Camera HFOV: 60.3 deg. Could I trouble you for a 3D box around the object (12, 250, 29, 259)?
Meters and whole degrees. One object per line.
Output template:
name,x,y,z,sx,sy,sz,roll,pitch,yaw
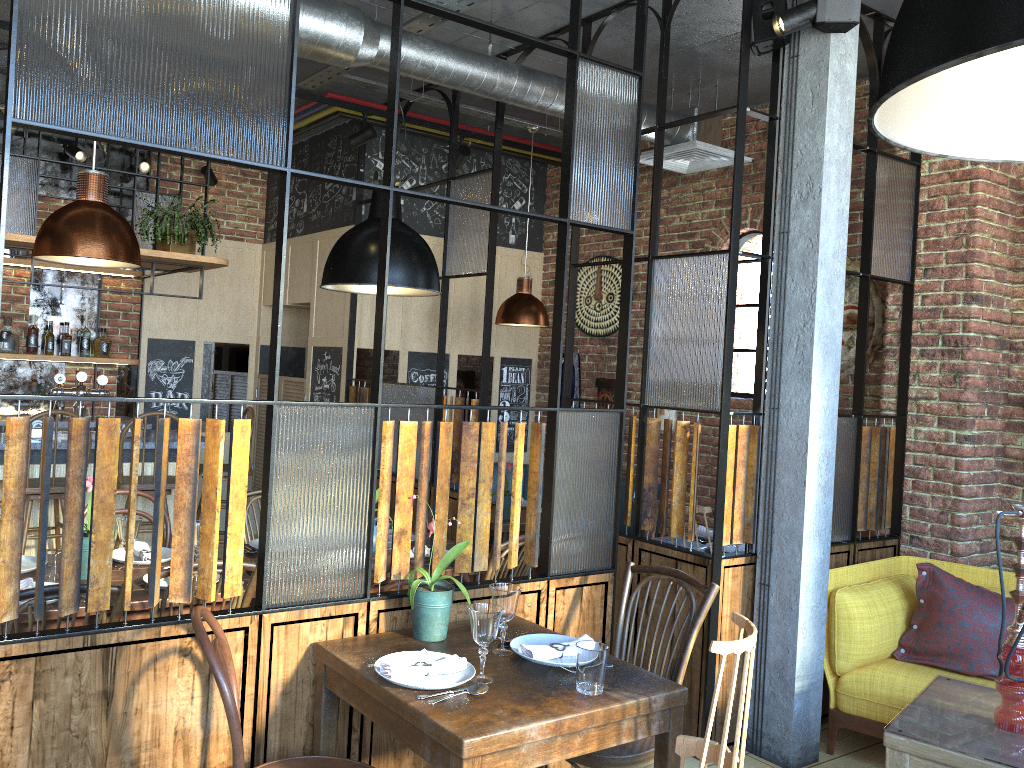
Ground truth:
object,-3.662,-1.062,6.577,0.112,0.265,0.122,3,0,-35

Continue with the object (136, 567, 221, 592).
object,-1.161,0.689,3.151,0.311,0.051,0.281,3,1,-33

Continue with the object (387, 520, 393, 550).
object,-0.540,0.674,3.924,0.088,0.119,0.080,3,0,36

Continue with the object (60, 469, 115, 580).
object,-1.527,0.480,3.189,0.147,0.426,0.202,3,0,-4

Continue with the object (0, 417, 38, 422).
object,-3.680,0.260,6.516,0.305,0.019,0.246,3,1,-27

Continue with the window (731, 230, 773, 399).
window,1.810,-0.377,1.331,3.545,2.429,8.273,3,1,18

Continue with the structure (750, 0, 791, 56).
structure,1.081,-1.540,3.716,0.192,0.268,0.159,3,0,27

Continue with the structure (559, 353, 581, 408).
structure,0.397,0.032,6.916,0.109,0.559,0.339,3,0,-37

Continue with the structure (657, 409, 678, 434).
structure,1.076,-0.220,6.033,0.089,1.120,0.242,3,0,-37

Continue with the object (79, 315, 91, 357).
object,-3.313,-0.373,6.845,0.074,0.329,0.077,3,0,-13

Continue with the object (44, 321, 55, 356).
object,-3.505,-0.348,6.687,0.069,0.263,0.063,3,0,35

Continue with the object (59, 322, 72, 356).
object,-3.415,-0.343,6.749,0.074,0.263,0.082,3,0,-35

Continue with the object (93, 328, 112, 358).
object,-3.201,-0.320,6.887,0.093,0.235,0.137,3,0,39

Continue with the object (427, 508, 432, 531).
object,-0.343,0.650,3.886,0.097,0.192,0.100,3,0,-12

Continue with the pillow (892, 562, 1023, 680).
pillow,2.364,1.045,3.453,1.568,0.453,0.381,4,1,42

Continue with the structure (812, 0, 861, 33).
structure,1.270,-1.524,3.463,0.167,0.268,0.183,3,0,4

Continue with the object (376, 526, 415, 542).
object,-0.591,0.704,4.084,0.311,0.051,0.281,3,1,-33

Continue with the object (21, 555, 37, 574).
object,-1.858,0.650,3.197,0.311,0.051,0.281,3,1,-33

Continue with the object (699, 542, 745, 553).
object,1.087,0.792,4.249,0.258,0.051,0.339,3,1,-33

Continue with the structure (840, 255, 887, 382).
structure,1.837,-0.379,5.043,0.121,0.726,0.616,3,0,-37

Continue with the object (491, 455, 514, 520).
object,-0.032,0.644,5.584,0.154,0.426,0.193,3,0,32

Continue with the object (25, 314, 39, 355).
object,-3.607,-0.371,6.630,0.083,0.303,0.088,3,0,-17

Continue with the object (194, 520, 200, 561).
object,-1.177,0.615,3.304,0.096,0.192,0.101,3,0,-16

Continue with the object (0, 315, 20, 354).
object,-3.732,-0.367,6.517,0.163,0.283,0.127,3,0,-22

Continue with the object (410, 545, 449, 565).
object,-0.315,0.725,3.742,0.311,0.051,0.281,3,1,-33

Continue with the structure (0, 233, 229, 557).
structure,-3.337,0.188,5.845,2.234,2.174,1.820,3,0,-36

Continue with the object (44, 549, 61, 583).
object,-1.576,0.633,3.022,0.086,0.119,0.082,3,0,16

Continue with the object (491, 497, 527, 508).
object,0.016,0.826,6.176,0.329,0.051,0.266,3,1,8

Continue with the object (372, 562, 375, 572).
object,-0.667,0.710,3.481,0.311,0.051,0.281,3,1,-33

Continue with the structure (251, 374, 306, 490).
structure,-3.093,0.399,5.376,1.321,0.994,4.799,3,1,27

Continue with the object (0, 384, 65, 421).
object,-3.589,0.129,6.602,0.469,0.288,0.092,3,0,-35

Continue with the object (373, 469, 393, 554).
object,-0.611,0.519,3.790,0.212,0.431,0.140,3,0,-17

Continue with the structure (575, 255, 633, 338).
structure,0.656,-0.661,6.648,0.075,0.619,0.693,3,0,-39

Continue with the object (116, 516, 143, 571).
object,-1.445,0.600,3.317,0.100,0.192,0.096,3,0,11

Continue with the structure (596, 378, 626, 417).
structure,0.713,0.285,6.462,0.153,0.655,0.272,3,0,-37

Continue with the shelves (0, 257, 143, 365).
shelves,-3.921,-0.572,6.665,2.024,0.746,0.632,3,1,-35

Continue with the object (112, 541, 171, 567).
object,-1.466,0.667,3.469,0.311,0.051,0.281,3,1,-33

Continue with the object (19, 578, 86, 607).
object,-1.553,0.672,2.858,0.311,0.051,0.281,3,1,-33

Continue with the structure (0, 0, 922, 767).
structure,-2.168,-0.291,4.088,6.318,3.326,5.575,4,1,37

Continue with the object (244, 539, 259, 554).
object,-1.013,0.686,3.792,0.311,0.051,0.281,3,1,-33

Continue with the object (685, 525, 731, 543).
object,1.056,0.784,4.597,0.311,0.051,0.281,3,1,-33
